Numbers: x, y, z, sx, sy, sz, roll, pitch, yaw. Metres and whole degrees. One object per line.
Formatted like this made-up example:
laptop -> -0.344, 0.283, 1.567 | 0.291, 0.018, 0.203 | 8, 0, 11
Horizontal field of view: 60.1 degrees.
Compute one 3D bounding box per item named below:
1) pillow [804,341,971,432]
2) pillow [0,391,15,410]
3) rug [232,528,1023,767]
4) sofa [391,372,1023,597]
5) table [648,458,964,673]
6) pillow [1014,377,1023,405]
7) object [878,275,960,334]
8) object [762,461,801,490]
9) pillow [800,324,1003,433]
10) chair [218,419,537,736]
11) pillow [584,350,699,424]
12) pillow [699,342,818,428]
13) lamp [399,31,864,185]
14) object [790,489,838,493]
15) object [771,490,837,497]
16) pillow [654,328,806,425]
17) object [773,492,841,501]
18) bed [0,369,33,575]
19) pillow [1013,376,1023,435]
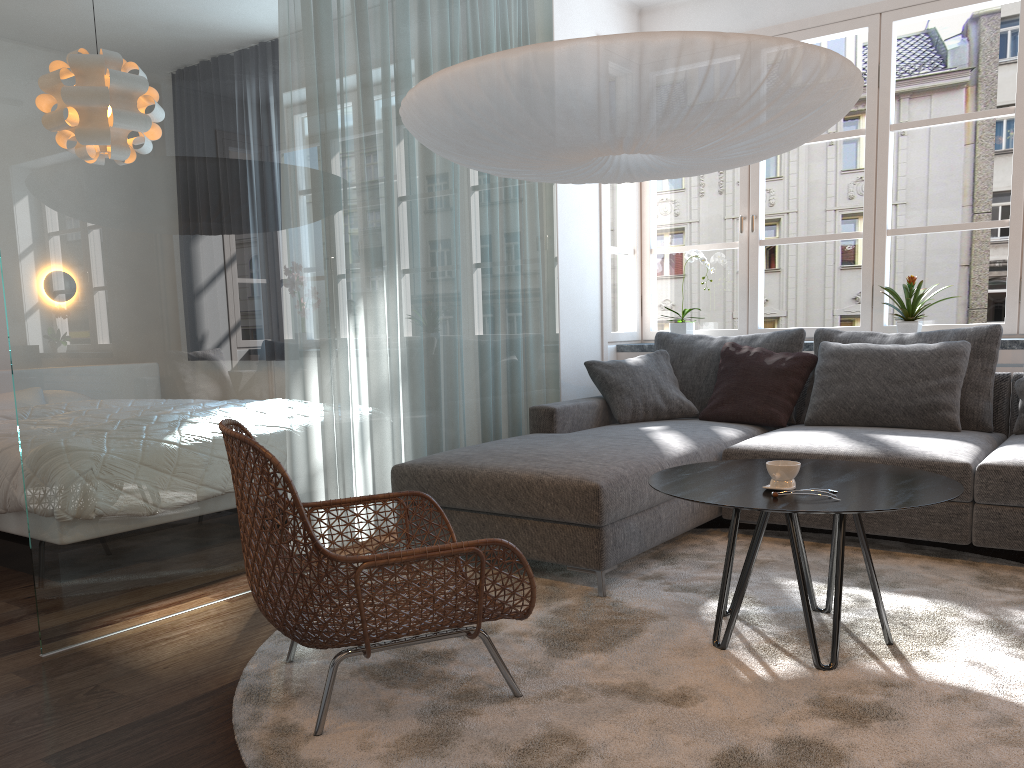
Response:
pillow -> 1.703, 0.005, 4.026 | 0.665, 0.401, 0.290 | 2, 7, 36
pillow -> -2.747, 0.123, 5.042 | 0.619, 0.197, 0.915 | 1, 5, 36
rug -> 0.669, 0.748, 2.593 | 2.837, 0.012, 2.816 | -1, 4, 16
sofa -> 1.336, 0.344, 3.440 | 3.062, 0.678, 2.027 | 1, 5, 36
table -> 0.825, 0.512, 2.563 | 0.845, 0.477, 0.842 | 2, 6, 38
pillow -> 2.295, 0.059, 3.474 | 0.492, 0.324, 0.440 | 0, 5, 17
object -> 2.035, -0.385, 4.456 | 0.376, 0.331, 0.320 | -1, 6, 11
object -> 0.725, 0.252, 2.407 | 0.138, 0.070, 0.091 | -6, 7, -42
pillow -> 1.797, -0.031, 4.129 | 0.838, 0.479, 0.275 | 2, 7, 36
chair -> -0.373, 0.433, 2.285 | 0.684, 0.716, 0.713 | -4, 6, -21
pillow -> 0.665, 0.012, 4.566 | 0.514, 0.363, 0.344 | -3, 6, -15
pillow -> 1.201, -0.003, 4.356 | 0.520, 0.407, 0.309 | 2, 7, 38
lamp -> 0.372, -0.822, 2.923 | 1.467, 0.212, 1.461 | -3, 4, -17
object -> 0.802, 0.283, 2.349 | 0.124, 0.010, 0.025 | -1, 4, 2
object -> 0.762, 0.284, 2.309 | 0.163, 0.016, 0.025 | -1, 5, 11
pillow -> 1.085, -0.041, 4.627 | 0.834, 0.482, 0.273 | 2, 8, 36
object -> 0.755, 0.288, 2.267 | 0.168, 0.015, 0.014 | 0, 6, 23
bed -> -2.087, 0.313, 4.697 | 2.437, 0.769, 2.153 | 1, 5, 36
pillow -> 2.532, -0.014, 3.589 | 0.835, 0.481, 0.273 | 2, 8, 36
